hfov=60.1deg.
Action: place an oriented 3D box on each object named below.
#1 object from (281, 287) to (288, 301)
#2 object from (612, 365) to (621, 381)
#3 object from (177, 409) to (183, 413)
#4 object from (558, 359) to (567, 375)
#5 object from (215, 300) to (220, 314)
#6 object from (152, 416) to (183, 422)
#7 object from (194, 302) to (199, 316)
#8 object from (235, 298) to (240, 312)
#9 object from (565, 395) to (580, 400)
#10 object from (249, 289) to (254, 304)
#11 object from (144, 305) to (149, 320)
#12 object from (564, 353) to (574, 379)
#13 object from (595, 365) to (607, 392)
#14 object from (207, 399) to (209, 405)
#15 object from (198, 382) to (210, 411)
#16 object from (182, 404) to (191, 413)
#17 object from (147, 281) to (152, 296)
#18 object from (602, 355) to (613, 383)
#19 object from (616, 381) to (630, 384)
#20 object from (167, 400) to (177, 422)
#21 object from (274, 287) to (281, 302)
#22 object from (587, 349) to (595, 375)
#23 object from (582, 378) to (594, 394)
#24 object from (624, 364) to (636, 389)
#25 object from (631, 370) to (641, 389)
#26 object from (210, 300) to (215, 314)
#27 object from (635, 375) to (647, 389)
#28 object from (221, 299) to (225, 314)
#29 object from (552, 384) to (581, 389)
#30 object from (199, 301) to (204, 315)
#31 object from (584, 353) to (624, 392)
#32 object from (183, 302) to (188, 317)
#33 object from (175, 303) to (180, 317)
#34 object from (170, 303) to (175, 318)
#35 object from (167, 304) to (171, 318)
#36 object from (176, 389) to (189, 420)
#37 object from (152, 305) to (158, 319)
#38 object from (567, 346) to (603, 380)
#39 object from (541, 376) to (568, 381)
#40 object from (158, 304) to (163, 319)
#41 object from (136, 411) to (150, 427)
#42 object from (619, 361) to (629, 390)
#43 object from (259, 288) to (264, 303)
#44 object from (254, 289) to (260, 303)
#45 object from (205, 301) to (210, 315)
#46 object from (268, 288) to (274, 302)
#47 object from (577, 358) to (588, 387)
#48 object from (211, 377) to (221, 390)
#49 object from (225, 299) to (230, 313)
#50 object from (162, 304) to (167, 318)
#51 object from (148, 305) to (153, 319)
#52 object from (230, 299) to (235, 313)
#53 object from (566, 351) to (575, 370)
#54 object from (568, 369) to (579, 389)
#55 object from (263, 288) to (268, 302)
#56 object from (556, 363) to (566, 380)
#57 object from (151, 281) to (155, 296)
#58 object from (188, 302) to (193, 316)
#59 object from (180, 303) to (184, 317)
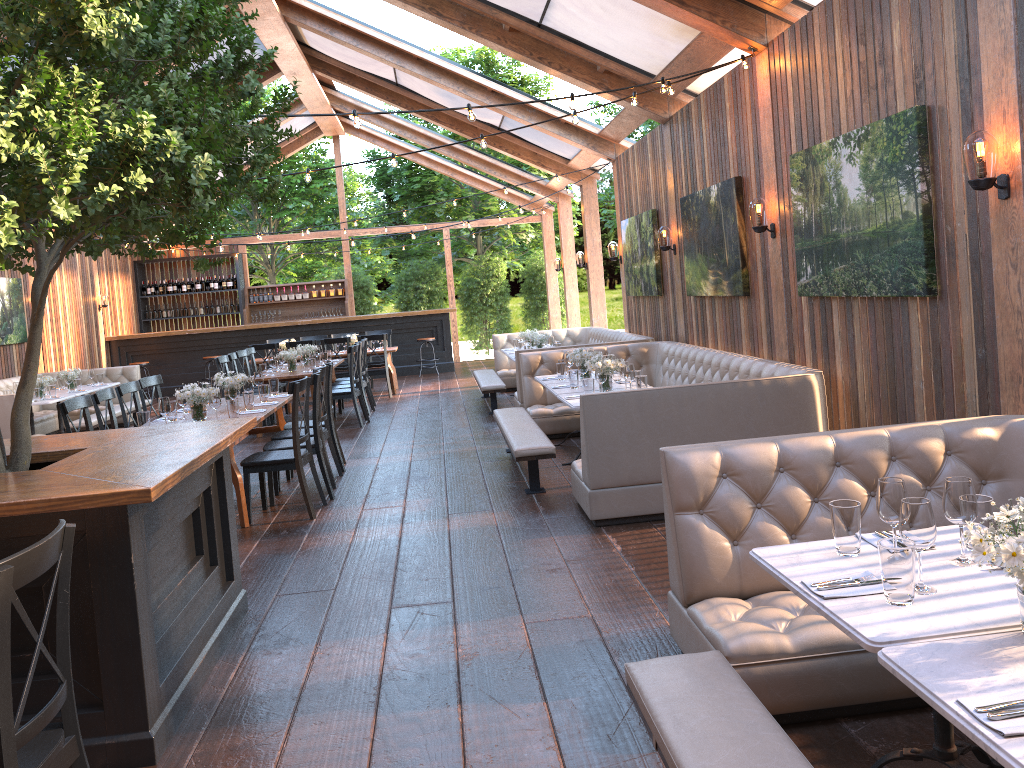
[{"bbox_3d":[-5.082,-2.012,19.758,0.138,0.310,0.138,-5,3,-5],"label":"object"},{"bbox_3d":[0.932,-0.105,7.878,0.092,0.158,0.092,-6,3,-18],"label":"object"},{"bbox_3d":[-2.827,0.225,7.750,0.255,0.019,0.158,-5,6,-4],"label":"object"},{"bbox_3d":[0.504,-0.162,8.728,0.091,0.158,0.092,-3,4,32],"label":"object"},{"bbox_3d":[-6.450,-1.691,19.374,0.095,0.307,0.094,-7,3,-40],"label":"object"},{"bbox_3d":[-2.786,0.283,7.214,0.255,0.019,0.158,-5,6,-4],"label":"object"},{"bbox_3d":[-6.907,-1.650,19.338,0.094,0.307,0.094,-5,3,-5],"label":"object"},{"bbox_3d":[-6.033,-1.730,19.420,0.094,0.307,0.094,-4,3,21],"label":"object"},{"bbox_3d":[0.542,0.095,6.960,0.255,0.019,0.158,-5,6,-4],"label":"object"},{"bbox_3d":[-5.798,-1.955,19.716,0.094,0.317,0.095,-5,3,-5],"label":"object"},{"bbox_3d":[-7.966,-1.560,19.293,0.094,0.307,0.094,-5,3,-18],"label":"object"},{"bbox_3d":[0.543,-0.174,8.411,0.092,0.244,0.092,-2,4,43],"label":"object"},{"bbox_3d":[0.692,-0.019,6.854,0.092,0.244,0.092,-2,4,43],"label":"object"},{"bbox_3d":[-2.815,0.110,8.163,0.091,0.158,0.092,-3,4,32],"label":"object"},{"bbox_3d":[-2.667,0.107,7.664,0.092,0.244,0.093,-3,3,38],"label":"object"},{"bbox_3d":[-2.787,0.169,7.586,0.092,0.158,0.092,-7,4,-38],"label":"object"},{"bbox_3d":[-7.893,-2.083,19.236,0.088,0.333,0.087,-6,3,-24],"label":"object"},{"bbox_3d":[0.842,-0.132,7.794,0.092,0.244,0.092,-2,4,43],"label":"object"},{"bbox_3d":[0.996,-0.023,7.720,0.255,0.019,0.158,-5,6,-4],"label":"object"},{"bbox_3d":[-2.713,0.217,7.055,0.091,0.158,0.092,-3,4,22],"label":"object"},{"bbox_3d":[-5.238,-1.999,19.749,0.138,0.310,0.138,-5,3,0],"label":"object"},{"bbox_3d":[0.769,-0.211,8.586,0.092,0.244,0.092,-5,3,-2],"label":"object"},{"bbox_3d":[0.591,0.039,6.794,0.092,0.158,0.092,-6,3,-18],"label":"object"},{"bbox_3d":[0.907,-0.030,6.798,0.092,0.244,0.092,-2,4,43],"label":"object"},{"bbox_3d":[0.997,-0.028,7.108,0.092,0.158,0.092,-6,3,-18],"label":"object"},{"bbox_3d":[-6.555,-1.679,19.339,0.094,0.307,0.094,-7,3,-40],"label":"object"},{"bbox_3d":[0.984,0.016,6.707,0.092,0.158,0.092,-6,3,-18],"label":"object"},{"bbox_3d":[-6.342,-1.702,19.399,0.094,0.307,0.094,-4,3,16],"label":"object"},{"bbox_3d":[0.474,0.016,7.750,0.255,0.019,0.158,-5,6,-4],"label":"object"},{"bbox_3d":[-6.786,-1.659,19.331,0.094,0.307,0.094,-5,3,-7],"label":"object"},{"bbox_3d":[0.762,-0.097,7.225,0.336,0.308,0.330,-4,4,7],"label":"object"},{"bbox_3d":[-7.122,-1.628,19.291,0.094,0.307,0.094,-5,3,-4],"label":"object"},{"bbox_3d":[-7.309,-1.617,19.328,0.094,0.307,0.094,-5,3,-9],"label":"object"},{"bbox_3d":[-7.403,-1.604,19.279,0.094,0.307,0.094,-4,3,16],"label":"object"},{"bbox_3d":[-7.500,-1.601,19.331,0.095,0.307,0.094,-7,3,-40],"label":"object"},{"bbox_3d":[-2.652,0.165,7.133,0.092,0.244,0.092,-5,3,-7],"label":"object"},{"bbox_3d":[-7.776,-1.571,19.256,0.094,0.307,0.094,-7,3,-40],"label":"object"},{"bbox_3d":[0.676,-0.192,8.180,0.336,0.308,0.331,-4,4,12],"label":"object"},{"bbox_3d":[0.408,-0.059,8.497,0.255,0.019,0.158,-5,6,-4],"label":"object"},{"bbox_3d":[-7.681,-1.584,19.302,0.094,0.307,0.095,-4,3,22],"label":"object"},{"bbox_3d":[-2.690,0.282,6.467,0.091,0.158,0.092,-3,4,22],"label":"object"},{"bbox_3d":[0.902,-0.056,7.041,0.092,0.244,0.092,-2,4,43],"label":"object"},{"bbox_3d":[-5.594,-1.973,19.737,0.094,0.317,0.095,-5,3,-10],"label":"object"},{"bbox_3d":[-5.693,-1.961,19.697,0.094,0.317,0.095,-4,3,10],"label":"object"},{"bbox_3d":[-6.673,-1.672,19.365,0.094,0.307,0.095,-4,3,22],"label":"object"},{"bbox_3d":[-5.388,-1.990,19.737,0.094,0.317,0.095,-4,3,5],"label":"object"},{"bbox_3d":[0.615,-0.099,7.663,0.092,0.244,0.092,-2,4,43],"label":"object"},{"bbox_3d":[-2.748,0.054,8.229,0.092,0.244,0.092,-4,3,21],"label":"object"},{"bbox_3d":[-6.237,-1.709,19.380,0.094,0.307,0.094,-5,3,-9],"label":"object"},{"bbox_3d":[-7.587,-1.592,19.308,0.094,0.307,0.094,-5,3,-7],"label":"object"},{"bbox_3d":[-7.865,-1.562,19.240,0.094,0.307,0.094,-5,3,0],"label":"object"},{"bbox_3d":[-6.132,-1.717,19.376,0.094,0.307,0.094,-5,3,-4],"label":"object"},{"bbox_3d":[0.573,-0.201,8.644,0.092,0.244,0.092,-2,4,43],"label":"object"},{"bbox_3d":[0.531,-0.041,7.586,0.092,0.158,0.092,-6,3,-18],"label":"object"},{"bbox_3d":[-5.491,-1.979,19.711,0.094,0.317,0.095,-5,3,-10],"label":"object"},{"bbox_3d":[0.465,-0.117,8.340,0.092,0.158,0.092,-6,3,-18],"label":"object"},{"bbox_3d":[-7.803,-2.074,19.214,0.077,0.306,0.077,-4,3,12],"label":"object"},{"bbox_3d":[-7.015,-1.635,19.283,0.094,0.307,0.094,-6,3,-23],"label":"object"},{"bbox_3d":[-7.212,-1.624,19.323,0.094,0.307,0.094,-4,3,21],"label":"object"}]
